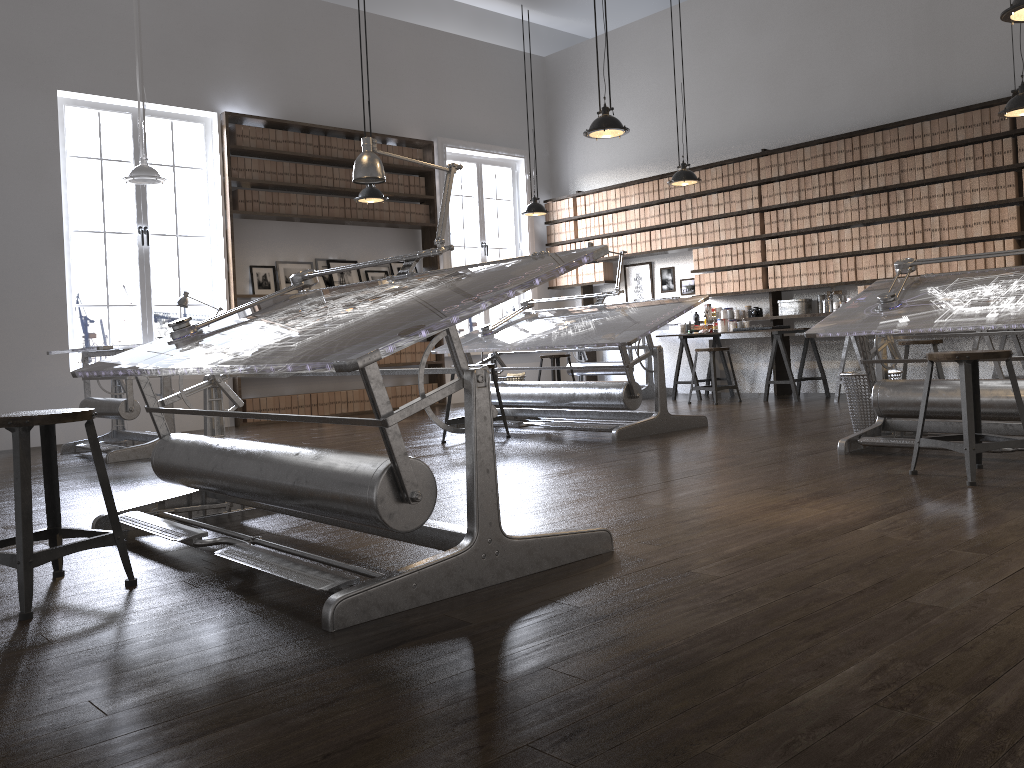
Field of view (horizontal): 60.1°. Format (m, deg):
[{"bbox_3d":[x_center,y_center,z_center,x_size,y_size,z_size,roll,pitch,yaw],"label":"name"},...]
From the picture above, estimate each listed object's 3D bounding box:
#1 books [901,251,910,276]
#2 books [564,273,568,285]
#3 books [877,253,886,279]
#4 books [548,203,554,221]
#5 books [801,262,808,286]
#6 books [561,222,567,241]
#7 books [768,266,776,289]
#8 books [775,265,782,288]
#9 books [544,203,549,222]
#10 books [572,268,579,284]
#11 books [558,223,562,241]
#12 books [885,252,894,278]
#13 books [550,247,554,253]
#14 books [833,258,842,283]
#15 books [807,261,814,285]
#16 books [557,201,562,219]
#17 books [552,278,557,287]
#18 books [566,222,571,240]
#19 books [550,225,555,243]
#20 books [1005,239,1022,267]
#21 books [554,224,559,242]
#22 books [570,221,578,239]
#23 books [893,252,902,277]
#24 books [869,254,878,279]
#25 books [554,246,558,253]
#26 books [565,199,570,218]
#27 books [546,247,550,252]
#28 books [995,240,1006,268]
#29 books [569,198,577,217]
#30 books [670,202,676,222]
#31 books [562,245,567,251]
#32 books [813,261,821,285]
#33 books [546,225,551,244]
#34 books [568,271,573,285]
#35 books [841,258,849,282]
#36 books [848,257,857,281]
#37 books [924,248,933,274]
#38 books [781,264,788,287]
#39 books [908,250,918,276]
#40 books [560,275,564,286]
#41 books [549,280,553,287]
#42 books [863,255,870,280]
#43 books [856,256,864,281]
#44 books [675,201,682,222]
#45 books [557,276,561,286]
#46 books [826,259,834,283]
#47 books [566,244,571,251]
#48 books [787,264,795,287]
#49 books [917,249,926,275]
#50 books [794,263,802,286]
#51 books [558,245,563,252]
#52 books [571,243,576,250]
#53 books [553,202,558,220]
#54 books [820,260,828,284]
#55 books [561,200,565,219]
[{"bbox_3d":[3.529,-1.067,7.871,0.175,0.226,0.066,-3,0,-42],"label":"books"},{"bbox_3d":[0.723,-1.333,10.979,0.175,0.226,0.067,-3,0,-42],"label":"books"},{"bbox_3d":[3.384,-1.066,8.025,0.175,0.226,0.066,-3,0,-42],"label":"books"},{"bbox_3d":[0.547,-2.160,11.135,0.175,0.226,0.066,-3,0,-42],"label":"books"},{"bbox_3d":[2.879,-1.066,8.593,0.175,0.225,0.066,-3,0,-42],"label":"books"},{"bbox_3d":[0.701,-1.883,10.978,0.175,0.226,0.067,-3,0,-42],"label":"books"},{"bbox_3d":[2.640,-1.065,8.855,0.175,0.226,0.066,-3,0,-42],"label":"books"},{"bbox_3d":[2.691,-1.065,8.803,0.174,0.226,0.066,-3,0,-42],"label":"books"},{"bbox_3d":[0.499,-2.160,11.189,0.175,0.226,0.067,-3,0,-42],"label":"books"},{"bbox_3d":[0.823,-1.333,10.874,0.174,0.226,0.066,-3,0,-42],"label":"books"},{"bbox_3d":[0.660,-1.884,11.030,0.175,0.225,0.066,-3,0,-42],"label":"books"},{"bbox_3d":[3.435,-1.066,7.974,0.174,0.226,0.066,-3,0,-42],"label":"books"},{"bbox_3d":[0.570,-1.610,11.146,0.175,0.226,0.066,-3,0,-42],"label":"books"},{"bbox_3d":[3.104,-1.066,8.340,0.174,0.226,0.066,-3,0,-42],"label":"books"},{"bbox_3d":[2.923,-1.066,8.547,0.175,0.225,0.066,-3,0,-42],"label":"books"},{"bbox_3d":[0.648,-2.161,11.035,0.174,0.226,0.066,-3,0,-42],"label":"books"},{"bbox_3d":[0.589,-1.333,11.131,0.175,0.226,0.067,-3,0,-42],"label":"books"},{"bbox_3d":[0.751,-1.884,10.931,0.175,0.226,0.066,-3,0,-42],"label":"books"},{"bbox_3d":[0.567,-1.883,11.129,0.175,0.226,0.067,-3,0,-42],"label":"books"},{"bbox_3d":[4.099,-1.067,7.234,0.175,0.225,0.066,-3,0,-42],"label":"books"},{"bbox_3d":[0.617,-1.883,11.076,0.175,0.225,0.066,-3,0,-42],"label":"books"},{"bbox_3d":[0.798,-1.884,10.879,0.174,0.226,0.066,-3,0,-42],"label":"books"},{"bbox_3d":[3.484,-1.067,7.925,0.174,0.226,0.066,-3,0,-42],"label":"books"},{"bbox_3d":[3.336,-1.066,8.079,0.175,0.226,0.067,-3,0,-42],"label":"books"},{"bbox_3d":[0.617,-1.610,11.093,0.174,0.226,0.066,-3,0,-42],"label":"books"},{"bbox_3d":[0.737,-2.160,10.926,0.175,0.226,0.067,-3,0,-42],"label":"books"},{"bbox_3d":[0.521,-1.610,11.192,0.175,0.226,0.067,-3,0,-42],"label":"books"},{"bbox_3d":[4.045,-1.067,7.291,0.175,0.226,0.067,-3,0,-42],"label":"books"},{"bbox_3d":[0.787,-2.161,10.874,0.175,0.225,0.066,-3,0,-42],"label":"books"},{"bbox_3d":[1.822,-1.879,9.738,0.175,0.225,0.066,-3,0,-42],"label":"books"},{"bbox_3d":[0.713,-1.610,10.988,0.175,0.226,0.066,-3,0,-42],"label":"books"},{"bbox_3d":[2.964,-1.065,8.495,0.175,0.226,0.067,-3,0,-42],"label":"books"},{"bbox_3d":[0.523,-1.883,11.184,0.175,0.226,0.066,-3,0,-42],"label":"books"},{"bbox_3d":[0.772,-1.333,10.925,0.175,0.226,0.066,-3,0,-42],"label":"books"},{"bbox_3d":[3.155,-1.066,8.291,0.175,0.226,0.066,-3,0,-42],"label":"books"},{"bbox_3d":[3.201,-1.066,8.231,0.175,0.226,0.067,-3,0,-42],"label":"books"},{"bbox_3d":[3.666,-1.067,7.718,0.175,0.225,0.066,-3,0,-42],"label":"books"},{"bbox_3d":[2.741,-1.066,8.754,0.174,0.226,0.066,-3,0,-42],"label":"books"},{"bbox_3d":[3.573,-1.066,7.816,0.175,0.226,0.067,-3,0,-42],"label":"books"},{"bbox_3d":[0.684,-1.333,11.029,0.175,0.225,0.066,-3,0,-42],"label":"books"},{"bbox_3d":[0.543,-1.333,11.190,0.175,0.226,0.066,-3,0,-42],"label":"books"},{"bbox_3d":[3.297,-1.066,8.129,0.175,0.225,0.066,-3,0,-42],"label":"books"},{"bbox_3d":[3.255,-1.066,8.180,0.175,0.225,0.066,-3,0,-42],"label":"books"},{"bbox_3d":[1.867,-1.879,9.679,0.175,0.226,0.067,-3,0,-42],"label":"books"},{"bbox_3d":[0.643,-1.333,11.079,0.175,0.225,0.066,-3,0,-42],"label":"books"},{"bbox_3d":[3.060,-1.066,8.396,0.174,0.226,0.066,-3,0,-42],"label":"books"},{"bbox_3d":[0.758,-1.610,10.929,0.175,0.226,0.067,-3,0,-42],"label":"books"},{"bbox_3d":[2.786,-1.066,8.701,0.175,0.226,0.066,-3,0,-42],"label":"books"},{"bbox_3d":[3.623,-1.067,7.764,0.175,0.225,0.066,-3,0,-42],"label":"books"},{"bbox_3d":[2.830,-1.065,8.646,0.175,0.226,0.067,-3,0,-42],"label":"books"},{"bbox_3d":[0.662,-1.610,11.038,0.174,0.226,0.066,-3,0,-42],"label":"books"},{"bbox_3d":[0.812,-1.610,10.877,0.175,0.225,0.066,-3,0,-42],"label":"books"},{"bbox_3d":[0.598,-2.160,11.084,0.174,0.226,0.066,-3,0,-42],"label":"books"},{"bbox_3d":[3.013,-1.066,8.448,0.175,0.226,0.066,-3,0,-42],"label":"books"},{"bbox_3d":[0.693,-2.161,10.981,0.175,0.226,0.066,-3,0,-42],"label":"books"}]
